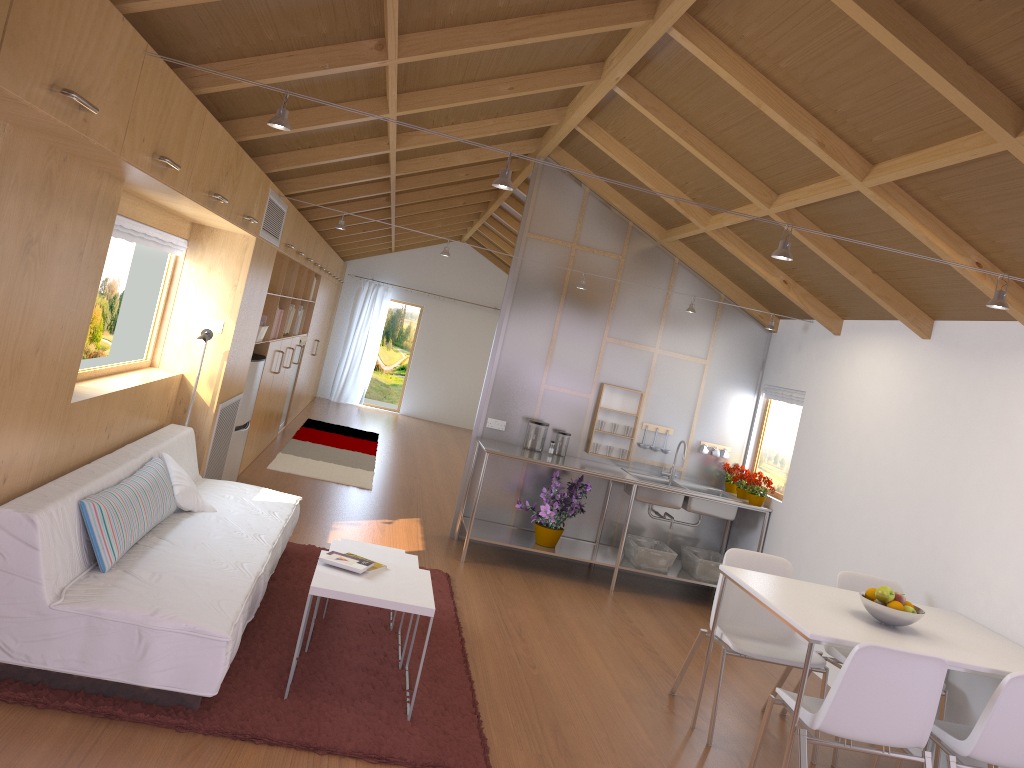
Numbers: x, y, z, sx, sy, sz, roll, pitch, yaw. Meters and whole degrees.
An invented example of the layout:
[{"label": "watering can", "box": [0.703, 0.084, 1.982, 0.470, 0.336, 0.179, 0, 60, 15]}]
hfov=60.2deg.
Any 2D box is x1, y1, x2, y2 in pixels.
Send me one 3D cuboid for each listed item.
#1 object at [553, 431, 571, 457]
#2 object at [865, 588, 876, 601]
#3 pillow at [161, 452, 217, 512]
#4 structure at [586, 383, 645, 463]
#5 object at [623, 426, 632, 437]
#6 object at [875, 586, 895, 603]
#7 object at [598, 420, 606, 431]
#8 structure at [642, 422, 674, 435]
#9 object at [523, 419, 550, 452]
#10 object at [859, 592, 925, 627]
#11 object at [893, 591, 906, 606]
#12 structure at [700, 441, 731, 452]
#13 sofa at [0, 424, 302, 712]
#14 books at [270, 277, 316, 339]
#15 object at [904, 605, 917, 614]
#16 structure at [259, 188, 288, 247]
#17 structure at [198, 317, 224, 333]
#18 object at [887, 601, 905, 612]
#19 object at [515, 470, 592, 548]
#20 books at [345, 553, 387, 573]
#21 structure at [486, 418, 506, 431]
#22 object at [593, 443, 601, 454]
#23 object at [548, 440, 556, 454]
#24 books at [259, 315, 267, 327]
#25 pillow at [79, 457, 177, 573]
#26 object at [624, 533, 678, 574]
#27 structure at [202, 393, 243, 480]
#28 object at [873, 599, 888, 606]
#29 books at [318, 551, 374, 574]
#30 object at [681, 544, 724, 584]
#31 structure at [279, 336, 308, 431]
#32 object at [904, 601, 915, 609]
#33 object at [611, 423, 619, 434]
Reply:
[{"label": "object", "box": [0.373, 0.449, 6.639, 0.113, 0.177, 0.112, 13, -1, 13]}, {"label": "object", "box": [1.505, 0.884, 3.681, 0.067, 0.068, 0.068, 13, 0, -32]}, {"label": "pillow", "box": [-1.619, 0.497, 4.409, 0.265, 0.252, 0.348, 12, 1, -44]}, {"label": "structure", "box": [0.791, 0.296, 6.756, 0.327, 0.546, 0.076, 13, -2, -7]}, {"label": "object", "box": [0.882, 0.363, 6.760, 0.061, 0.077, 0.062, 13, 0, -34]}, {"label": "object", "box": [1.512, 0.854, 3.585, 0.070, 0.069, 0.077, 13, 1, -8]}, {"label": "object", "box": [0.681, 0.318, 6.733, 0.061, 0.077, 0.061, 13, 0, 4]}, {"label": "structure", "box": [1.129, 0.347, 6.832, 0.250, 0.051, 0.016, 13, -1, -7]}, {"label": "object", "box": [0.178, 0.385, 6.593, 0.172, 0.216, 0.171, 13, 0, 6]}, {"label": "object", "box": [1.544, 0.938, 3.614, 0.257, 0.091, 0.253, 14, 2, 34]}, {"label": "object", "box": [1.576, 0.882, 3.616, 0.064, 0.067, 0.061, 13, 0, 30]}, {"label": "structure", "box": [1.593, 0.488, 6.881, 0.250, 0.032, 0.041, 13, 1, -7]}, {"label": "sofa", "box": [-1.510, 0.706, 4.075, 0.860, 0.629, 2.359, 13, 2, -8]}, {"label": "books", "box": [-2.188, -0.812, 8.665, 0.188, 0.658, 3.115, 13, 2, -8]}, {"label": "object", "box": [1.597, 0.931, 3.572, 0.070, 0.069, 0.077, 13, 1, -8]}, {"label": "structure", "box": [-1.582, -1.094, 5.881, 0.013, 0.301, 0.905, 13, 2, -8]}, {"label": "structure", "box": [-1.822, -0.357, 5.346, 0.141, 0.071, 0.011, 13, -2, -7]}, {"label": "object", "box": [1.539, 0.905, 3.548, 0.067, 0.068, 0.068, 13, 0, -32]}, {"label": "object", "box": [0.310, 0.882, 6.292, 0.522, 0.554, 0.353, 13, -1, -16]}, {"label": "books", "box": [-0.656, 0.767, 3.782, 0.194, 0.016, 0.151, 14, 3, 22]}, {"label": "structure", "box": [-0.118, 0.304, 6.669, 0.141, 0.071, 0.011, 13, -2, -7]}, {"label": "object", "box": [0.642, 0.491, 6.728, 0.061, 0.077, 0.061, 13, 0, 4]}, {"label": "object", "box": [0.295, 0.467, 6.531, 0.037, 0.093, 0.037, 13, -1, 7]}, {"label": "books", "box": [-1.989, -0.449, 6.821, 0.149, 0.193, 0.088, 13, -1, -8]}, {"label": "pillow", "box": [-1.611, 0.529, 3.781, 0.171, 0.252, 1.044, 13, 2, -8]}, {"label": "object", "box": [0.986, 1.235, 6.426, 0.298, 0.159, 0.415, 13, 2, -8]}, {"label": "structure", "box": [-1.936, 0.446, 5.854, 0.013, 0.722, 0.821, 13, 1, -8]}, {"label": "object", "box": [1.511, 0.916, 3.615, 0.078, 0.089, 0.079, 13, 0, 41]}, {"label": "books", "box": [-0.694, 0.746, 3.708, 0.194, 0.016, 0.152, 13, 3, 12]}, {"label": "object", "box": [1.425, 1.333, 6.485, 0.298, 0.159, 0.415, 13, 2, -8]}, {"label": "structure", "box": [-2.566, -0.039, 9.816, 0.315, 1.081, 0.726, 13, -1, -8]}, {"label": "object", "box": [1.621, 0.927, 3.638, 0.068, 0.066, 0.067, 13, 0, 36]}, {"label": "object", "box": [0.781, 0.340, 6.747, 0.061, 0.077, 0.062, 13, 0, -34]}]
